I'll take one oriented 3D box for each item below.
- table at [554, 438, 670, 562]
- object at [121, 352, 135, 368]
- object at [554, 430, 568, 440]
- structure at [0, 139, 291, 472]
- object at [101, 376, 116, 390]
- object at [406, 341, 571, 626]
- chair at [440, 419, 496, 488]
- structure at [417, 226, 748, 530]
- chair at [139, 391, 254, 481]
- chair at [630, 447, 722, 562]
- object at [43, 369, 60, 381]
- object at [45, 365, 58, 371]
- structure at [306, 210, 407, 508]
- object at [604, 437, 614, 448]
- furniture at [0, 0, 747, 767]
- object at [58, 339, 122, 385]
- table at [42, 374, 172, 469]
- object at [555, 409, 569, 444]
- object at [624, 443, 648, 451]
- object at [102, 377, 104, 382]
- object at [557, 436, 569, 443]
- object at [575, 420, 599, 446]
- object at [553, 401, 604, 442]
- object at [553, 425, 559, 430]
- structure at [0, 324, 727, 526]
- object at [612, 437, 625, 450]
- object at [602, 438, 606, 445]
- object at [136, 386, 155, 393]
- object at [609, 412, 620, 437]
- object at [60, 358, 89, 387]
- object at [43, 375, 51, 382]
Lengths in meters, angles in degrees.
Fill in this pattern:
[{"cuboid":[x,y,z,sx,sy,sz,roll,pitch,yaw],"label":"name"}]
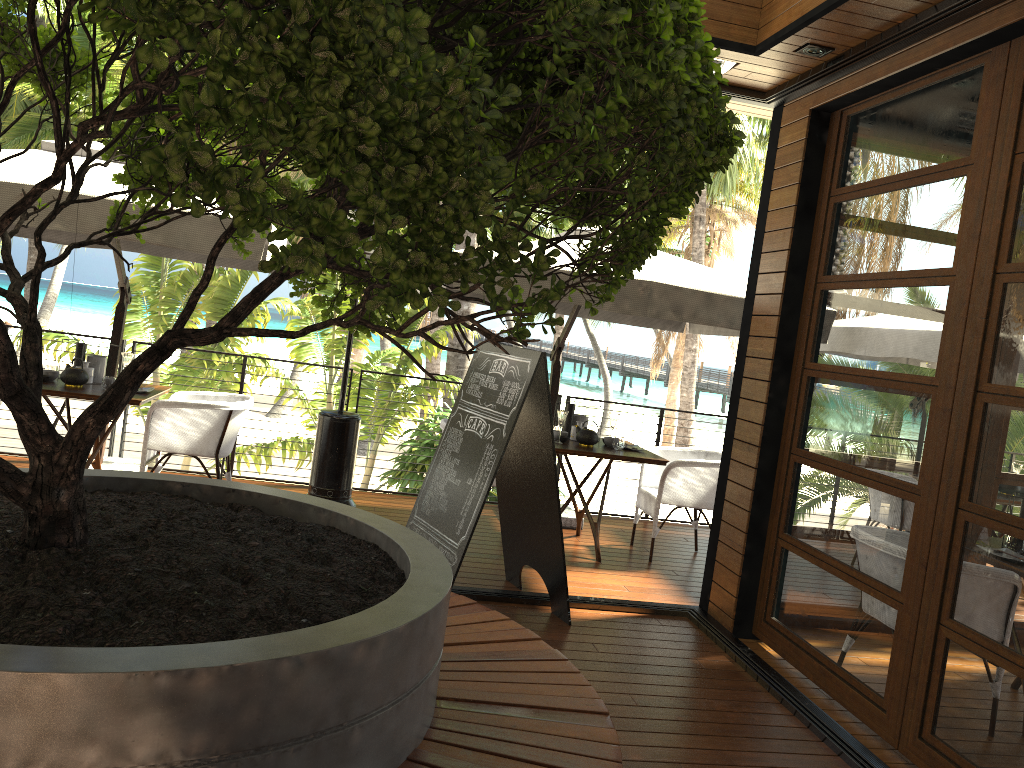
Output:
[{"cuboid":[0.480,0.795,6.370,0.931,0.749,0.933,7,3,-11],"label":"table"},{"cuboid":[-2.555,-0.094,5.868,0.082,0.227,0.082,8,2,-10],"label":"object"},{"cuboid":[0.337,0.368,6.293,0.116,0.065,0.116,8,3,-7],"label":"object"},{"cuboid":[-2.769,-0.418,5.769,2.412,2.331,2.417,7,3,-11],"label":"structure"},{"cuboid":[-2.541,-0.002,5.596,0.086,0.086,0.086,8,3,-6],"label":"object"},{"cuboid":[-0.105,0.485,4.755,0.771,1.396,0.770,7,3,-26],"label":"object"},{"cuboid":[-0.247,0.683,6.223,0.616,0.787,0.628,7,3,-10],"label":"chair"},{"cuboid":[0.519,0.002,6.404,2.412,2.331,2.417,7,3,-11],"label":"structure"},{"cuboid":[-2.070,0.452,5.846,0.616,0.787,0.628,7,3,-10],"label":"chair"},{"cuboid":[1.271,0.879,6.491,0.616,0.787,0.628,7,3,-10],"label":"chair"},{"cuboid":[-2.954,-0.053,5.657,0.116,0.065,0.116,7,3,-12],"label":"object"},{"cuboid":[-2.993,-0.075,5.761,0.086,0.086,0.086,8,3,-6],"label":"object"},{"cuboid":[-1.184,-0.169,6.379,0.699,2.190,0.700,7,3,-23],"label":"structure"},{"cuboid":[0.712,0.418,6.337,0.116,0.065,0.116,8,3,-7],"label":"object"},{"cuboid":[-0.937,-0.118,2.064,2.574,2.720,2.717,11,4,44],"label":"furniture"},{"cuboid":[-2.805,-0.146,5.891,0.264,0.264,0.263,10,3,34],"label":"object"},{"cuboid":[-2.817,0.373,5.733,0.931,0.749,0.933,7,3,-11],"label":"table"},{"cuboid":[0.336,0.294,6.118,0.082,0.227,0.082,8,2,-10],"label":"object"},{"cuboid":[0.854,0.453,6.415,0.170,0.025,0.295,7,3,-11],"label":"object"},{"cuboid":[-2.579,-0.003,5.702,0.116,0.065,0.116,7,3,-12],"label":"object"},{"cuboid":[0.354,0.388,6.197,0.080,0.042,0.080,7,3,-20],"label":"object"},{"cuboid":[0.534,0.341,6.235,0.163,0.178,0.168,7,3,-13],"label":"object"},{"cuboid":[0.486,0.275,6.526,0.264,0.264,0.263,10,3,34],"label":"object"},{"cuboid":[0.299,0.346,6.396,0.086,0.086,0.086,8,3,-6],"label":"object"},{"cuboid":[-7.313,-0.314,6.067,26.254,1.152,0.163,7,2,-11],"label":"structure"},{"cuboid":[0.750,0.419,6.231,0.086,0.086,0.086,8,3,-6],"label":"object"},{"cuboid":[0.691,0.421,6.435,0.080,0.042,0.080,7,3,-20],"label":"object"},{"cuboid":[-2.437,0.033,5.779,0.170,0.025,0.295,7,3,-11],"label":"object"},{"cuboid":[0.736,0.326,6.504,0.082,0.227,0.082,8,2,-10],"label":"object"},{"cuboid":[-2.759,-0.080,5.596,0.168,0.178,0.163,7,3,-9],"label":"object"},{"cuboid":[-2.937,-0.033,5.562,0.080,0.042,0.080,11,4,40],"label":"object"}]
